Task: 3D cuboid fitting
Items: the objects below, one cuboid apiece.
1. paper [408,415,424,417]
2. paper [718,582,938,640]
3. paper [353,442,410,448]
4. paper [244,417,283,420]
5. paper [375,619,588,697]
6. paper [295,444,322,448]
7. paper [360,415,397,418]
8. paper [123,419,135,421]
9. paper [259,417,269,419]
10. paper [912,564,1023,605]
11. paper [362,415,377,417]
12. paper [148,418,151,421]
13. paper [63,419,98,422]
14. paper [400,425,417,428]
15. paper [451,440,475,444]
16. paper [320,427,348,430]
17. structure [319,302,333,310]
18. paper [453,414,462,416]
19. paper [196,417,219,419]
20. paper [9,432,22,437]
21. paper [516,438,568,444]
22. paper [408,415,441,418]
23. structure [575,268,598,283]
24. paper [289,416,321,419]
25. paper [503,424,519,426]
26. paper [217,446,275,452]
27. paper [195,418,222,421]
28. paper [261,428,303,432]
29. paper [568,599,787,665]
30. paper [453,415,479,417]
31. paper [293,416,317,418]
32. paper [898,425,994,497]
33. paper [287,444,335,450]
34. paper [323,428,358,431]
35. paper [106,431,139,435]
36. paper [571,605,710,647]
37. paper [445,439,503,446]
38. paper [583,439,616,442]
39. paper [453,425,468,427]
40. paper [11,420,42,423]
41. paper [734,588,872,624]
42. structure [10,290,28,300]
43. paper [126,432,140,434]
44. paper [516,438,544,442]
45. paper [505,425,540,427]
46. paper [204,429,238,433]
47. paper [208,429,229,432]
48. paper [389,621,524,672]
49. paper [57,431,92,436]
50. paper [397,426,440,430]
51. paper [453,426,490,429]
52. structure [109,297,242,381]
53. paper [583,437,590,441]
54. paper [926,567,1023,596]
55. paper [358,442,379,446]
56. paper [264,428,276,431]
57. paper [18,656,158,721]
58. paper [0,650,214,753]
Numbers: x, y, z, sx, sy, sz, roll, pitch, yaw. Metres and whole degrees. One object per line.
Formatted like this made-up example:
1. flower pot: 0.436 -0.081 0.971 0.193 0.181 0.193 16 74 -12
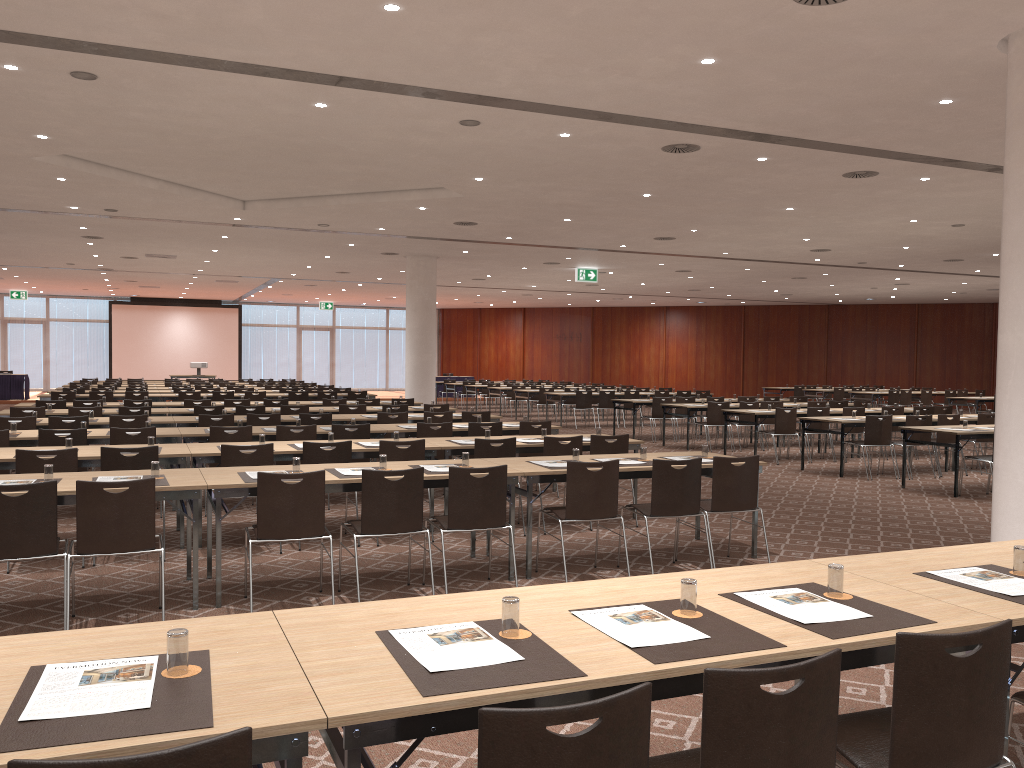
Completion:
1. paper: -1.384 0.464 13.004 0.283 0.006 0.398 0 2 -25
2. paper: 1.085 0.782 3.102 0.460 0.003 0.565 0 2 -25
3. paper: -1.266 0.593 8.668 0.460 0.003 0.565 0 2 -23
4. paper: -3.386 0.467 12.078 0.460 0.003 0.565 0 2 -22
5. paper: -0.110 0.781 2.584 0.460 0.003 0.565 0 2 -21
6. paper: -1.908 0.586 8.465 0.283 0.006 0.398 0 2 -22
7. paper: -1.895 0.468 12.738 0.460 0.003 0.565 0 2 -23
8. paper: -4.970 0.459 11.490 0.283 0.006 0.398 0 2 -22
9. paper: -3.459 0.461 12.137 0.283 0.006 0.398 0 2 -25
10. paper: 1.961 0.784 3.460 0.460 0.003 0.565 0 2 -23
11. paper: -1.979 0.463 12.757 0.283 0.006 0.398 0 2 -24
12. paper: -4.916 0.465 11.464 0.460 0.003 0.565 0 2 -23
13. paper: -5.498 0.464 11.225 0.460 0.003 0.565 0 2 -22
14. paper: -1.218 0.525 10.920 0.283 0.006 0.398 0 2 -22
15. paper: -0.434 0.588 9.068 0.283 0.006 0.398 0 2 -23
16. paper: -2.108 0.525 10.525 0.283 0.006 0.398 0 2 -24
17. structure: -7.915 -3.324 37.781 0.587 0.346 0.105 0 2 -23
18. paper: -0.778 0.464 13.284 0.283 0.006 0.398 0 2 -21
19. paper: -4.086 0.459 11.899 0.283 0.006 0.398 0 2 -21
20. paper: -5.322 0.526 9.105 0.460 0.003 0.565 0 2 -24
21. paper: 0.260 0.595 9.283 0.460 0.003 0.565 0 2 -23
22. paper: -1.313 0.469 12.971 0.460 0.003 0.565 0 2 -23
23. structure: 1.884 -2.757 22.455 0.587 0.346 0.105 0 2 -23
24. paper: -2.815 0.467 12.344 0.460 0.003 0.565 0 2 -24
25. paper: 0.002 0.527 11.428 0.283 0.006 0.398 0 2 -25
26. paper: -2.454 0.592 8.153 0.460 0.003 0.565 0 2 -23
27. paper: -3.987 0.466 11.853 0.460 0.003 0.565 0 2 -22
28. paper: -2.647 0.529 10.269 0.460 0.003 0.565 0 2 -21
29. paper: 0.511 0.782 2.850 0.460 0.003 0.565 0 2 -22
30. paper: -0.719 0.470 13.208 0.460 0.003 0.565 0 2 -24
31. paper: -2.890 0.461 12.381 0.283 0.006 0.398 0 2 -23
32. paper: 6.480 1.016 12.091 2.267 0.833 0.953 0 2 -23
33. paper: -1.853 0.592 8.411 0.460 0.003 0.565 0 2 -24
34. paper: -2.017 0.530 10.525 0.460 0.003 0.565 0 2 -20
35. paper: -4.141 0.527 9.626 0.460 0.003 0.565 0 2 -22
36. paper: 0.406 0.776 2.866 0.283 0.006 0.398 0 2 -23
37. paper: -0.381 0.594 9.036 0.460 0.003 0.565 0 2 -21
38. paper: 0.852 0.595 9.558 0.460 0.003 0.565 0 2 -19
39. paper: -0.596 0.526 11.164 0.283 0.006 0.398 0 2 -26
40. paper: -6.086 0.463 10.969 0.460 0.003 0.565 0 2 -23
41. paper: 1.017 0.777 3.127 0.283 0.006 0.398 0 2 -21
42. structure: -18.534 -3.337 33.324 0.587 0.346 0.105 0 2 -23
43. paper: -4.192 0.521 9.668 0.283 0.006 0.398 0 2 -25
44. paper: 0.171 0.589 9.319 0.283 0.006 0.398 0 2 -22
45. paper: 0.084 0.533 11.404 0.460 0.003 0.565 0 2 -20
46. paper: -3.224 0.529 10.005 0.460 0.003 0.565 0 2 -21
47. paper: -3.295 0.522 10.062 0.283 0.006 0.398 0 2 -23
48. paper: -0.174 0.775 2.639 0.283 0.006 0.398 0 2 -25
49. paper: -4.736 0.526 9.404 0.460 0.003 0.565 0 2 -20
50. paper: -1.131 0.531 10.884 0.460 0.003 0.565 0 2 -23
51. paper: -0.528 0.532 11.137 0.460 0.003 0.565 0 2 -22
52. structure: -13.938 -1.795 36.889 5.158 3.527 0.395 0 2 -23
53. paper: 0.773 0.590 9.579 0.283 0.006 0.398 0 2 -23
54. paper: 1.904 0.778 3.511 0.283 0.006 0.398 0 2 -22
55. paper: -1.331 0.587 8.711 0.283 0.006 0.398 0 2 -23
56. paper: -2.710 0.523 10.290 0.283 0.006 0.398 0 2 -23
57. paper: -1.071 0.773 2.280 0.283 0.006 0.398 0 2 -19
58. paper: -0.999 0.780 2.228 0.460 0.003 0.565 0 2 -20
